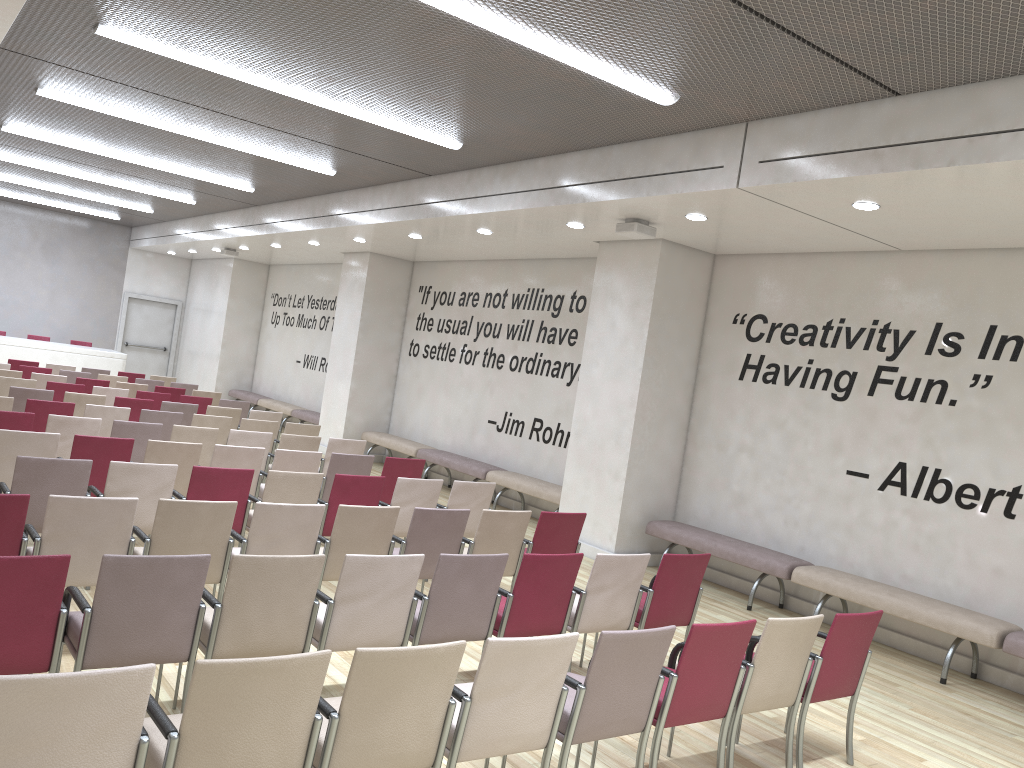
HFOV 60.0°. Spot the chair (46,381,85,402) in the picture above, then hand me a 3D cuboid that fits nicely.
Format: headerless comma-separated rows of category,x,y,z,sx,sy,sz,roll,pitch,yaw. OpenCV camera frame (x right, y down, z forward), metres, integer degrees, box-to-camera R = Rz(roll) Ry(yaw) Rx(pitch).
chair,-5.928,0.399,11.562,0.513,0.890,0.640,8,1,-37

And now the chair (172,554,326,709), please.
chair,-1.296,1.195,4.319,0.513,0.890,0.640,8,1,-36

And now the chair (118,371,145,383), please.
chair,-6.777,0.218,15.499,0.513,0.890,0.640,8,1,-37

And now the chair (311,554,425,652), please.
chair,-0.859,1.256,4.647,0.513,0.890,0.640,8,1,-36

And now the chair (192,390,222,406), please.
chair,-4.910,0.521,13.848,0.513,0.890,0.640,8,1,-37

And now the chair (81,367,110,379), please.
chair,-7.224,0.155,15.161,0.513,0.890,0.640,8,1,-36

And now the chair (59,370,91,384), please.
chair,-6.929,0.217,13.853,0.513,0.890,0.640,8,1,-36

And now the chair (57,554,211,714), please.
chair,-1.734,1.133,4.000,0.513,0.890,0.640,8,1,-37

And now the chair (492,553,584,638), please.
chair,0.006,1.378,5.305,0.513,0.890,0.640,8,1,-38

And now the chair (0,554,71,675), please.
chair,-2.183,1.070,3.662,0.513,0.890,0.640,8,1,-37

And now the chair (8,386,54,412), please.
chair,-5.635,0.461,10.231,0.513,0.890,0.640,8,1,-36

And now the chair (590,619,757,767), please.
chair,0.748,1.503,4.316,0.513,0.890,0.640,8,1,-37

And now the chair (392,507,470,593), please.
chair,-0.701,1.258,6.283,0.513,0.890,0.640,8,1,-36

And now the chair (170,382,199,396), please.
chair,-5.616,0.402,14.834,0.513,0.890,0.640,8,1,-36

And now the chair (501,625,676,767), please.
chair,0.303,1.440,3.978,0.513,0.890,0.640,8,1,-37

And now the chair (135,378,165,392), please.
chair,-6.053,0.340,14.508,0.513,0.890,0.640,8,1,-36

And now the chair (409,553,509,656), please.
chair,-0.430,1.316,4.973,0.513,0.890,0.640,8,1,-37

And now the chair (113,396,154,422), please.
chair,-4.771,0.582,10.901,0.513,0.890,0.640,8,1,-37

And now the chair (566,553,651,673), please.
chair,0.450,1.440,5.624,0.513,0.890,0.640,8,1,-36

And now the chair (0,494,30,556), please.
chair,-2.884,0.951,4.651,0.513,0.890,0.640,8,1,-37

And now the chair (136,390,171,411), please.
chair,-5.056,0.522,12.197,0.513,0.890,0.640,8,1,-36

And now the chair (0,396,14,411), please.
chair,-5.358,0.520,8.914,0.513,0.890,0.640,8,1,-37

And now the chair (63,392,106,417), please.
chair,-5.192,0.523,10.561,0.513,0.890,0.640,8,1,-36

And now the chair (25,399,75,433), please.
chair,-4.914,0.583,9.246,0.513,0.890,0.640,8,1,-37

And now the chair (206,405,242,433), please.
chair,-3.895,0.705,11.542,0.513,0.890,0.640,8,1,-37

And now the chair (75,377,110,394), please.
chair,-6.201,0.340,12.867,0.513,0.890,0.640,8,1,-38

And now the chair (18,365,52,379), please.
chair,-7.374,0.154,13.538,0.513,0.890,0.640,8,1,-37

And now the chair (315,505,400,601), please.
chair,-1.152,1.194,5.957,0.513,0.890,0.640,8,1,-37

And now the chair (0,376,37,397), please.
chair,-6.365,0.337,11.222,0.513,0.890,0.640,8,1,-37

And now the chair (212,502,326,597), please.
chair,-1.571,1.136,5.629,0.513,0.890,0.640,8,1,-36

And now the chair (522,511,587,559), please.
chair,0.163,1.379,6.943,0.513,0.890,0.640,8,1,-36

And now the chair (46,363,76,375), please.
chair,-7.655,0.094,14.849,0.513,0.890,0.640,8,1,-36

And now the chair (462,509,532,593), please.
chair,-0.268,1.319,6.625,0.513,0.890,0.640,8,1,-37

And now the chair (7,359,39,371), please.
chair,-8.095,0.032,14.514,0.513,0.890,0.640,8,1,-37

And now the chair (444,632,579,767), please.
chair,-0.143,1.378,3.654,0.513,0.890,0.640,8,1,-36

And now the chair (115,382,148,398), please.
chair,-5.781,0.399,13.195,0.513,0.890,0.640,8,1,-37

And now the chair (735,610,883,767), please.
chair,1.622,1.626,4.969,0.513,0.890,0.640,8,1,-37

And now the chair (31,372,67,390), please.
chair,-6.644,0.278,12.536,0.513,0.890,0.640,8,1,-36

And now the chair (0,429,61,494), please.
chair,-3.894,0.768,6.948,0.513,0.890,0.640,8,1,-36

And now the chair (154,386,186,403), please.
chair,-5.348,0.460,13.522,0.513,0.890,0.640,8,1,-37

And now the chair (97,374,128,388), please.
chair,-6.506,0.276,14.185,0.513,0.890,0.640,8,1,-37

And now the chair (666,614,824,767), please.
chair,1.183,1.564,4.645,0.513,0.890,0.640,8,1,-36

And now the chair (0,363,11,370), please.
chair,-7.817,0.092,13.202,0.513,0.890,0.640,8,1,-37

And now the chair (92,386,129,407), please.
chair,-5.493,0.460,11.879,0.513,0.890,0.640,8,1,-37

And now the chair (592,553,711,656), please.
chair,0.899,1.504,5.955,0.513,0.890,0.640,8,1,-37

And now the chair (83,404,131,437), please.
chair,-4.488,0.643,9.581,0.513,0.890,0.640,8,1,-37

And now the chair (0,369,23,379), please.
chair,-7.096,0.214,12.211,0.513,0.890,0.640,8,1,-38

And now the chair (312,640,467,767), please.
chair,-0.578,1.316,3.326,0.513,0.890,0.640,8,1,-36

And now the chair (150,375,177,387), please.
chair,-6.351,0.278,15.814,0.513,0.890,0.640,8,1,-36

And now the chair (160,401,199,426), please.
chair,-4.339,0.643,11.219,0.513,0.890,0.640,8,1,-37

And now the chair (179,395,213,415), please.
chair,-4.609,0.584,12.544,0.513,0.890,0.640,8,1,-37
